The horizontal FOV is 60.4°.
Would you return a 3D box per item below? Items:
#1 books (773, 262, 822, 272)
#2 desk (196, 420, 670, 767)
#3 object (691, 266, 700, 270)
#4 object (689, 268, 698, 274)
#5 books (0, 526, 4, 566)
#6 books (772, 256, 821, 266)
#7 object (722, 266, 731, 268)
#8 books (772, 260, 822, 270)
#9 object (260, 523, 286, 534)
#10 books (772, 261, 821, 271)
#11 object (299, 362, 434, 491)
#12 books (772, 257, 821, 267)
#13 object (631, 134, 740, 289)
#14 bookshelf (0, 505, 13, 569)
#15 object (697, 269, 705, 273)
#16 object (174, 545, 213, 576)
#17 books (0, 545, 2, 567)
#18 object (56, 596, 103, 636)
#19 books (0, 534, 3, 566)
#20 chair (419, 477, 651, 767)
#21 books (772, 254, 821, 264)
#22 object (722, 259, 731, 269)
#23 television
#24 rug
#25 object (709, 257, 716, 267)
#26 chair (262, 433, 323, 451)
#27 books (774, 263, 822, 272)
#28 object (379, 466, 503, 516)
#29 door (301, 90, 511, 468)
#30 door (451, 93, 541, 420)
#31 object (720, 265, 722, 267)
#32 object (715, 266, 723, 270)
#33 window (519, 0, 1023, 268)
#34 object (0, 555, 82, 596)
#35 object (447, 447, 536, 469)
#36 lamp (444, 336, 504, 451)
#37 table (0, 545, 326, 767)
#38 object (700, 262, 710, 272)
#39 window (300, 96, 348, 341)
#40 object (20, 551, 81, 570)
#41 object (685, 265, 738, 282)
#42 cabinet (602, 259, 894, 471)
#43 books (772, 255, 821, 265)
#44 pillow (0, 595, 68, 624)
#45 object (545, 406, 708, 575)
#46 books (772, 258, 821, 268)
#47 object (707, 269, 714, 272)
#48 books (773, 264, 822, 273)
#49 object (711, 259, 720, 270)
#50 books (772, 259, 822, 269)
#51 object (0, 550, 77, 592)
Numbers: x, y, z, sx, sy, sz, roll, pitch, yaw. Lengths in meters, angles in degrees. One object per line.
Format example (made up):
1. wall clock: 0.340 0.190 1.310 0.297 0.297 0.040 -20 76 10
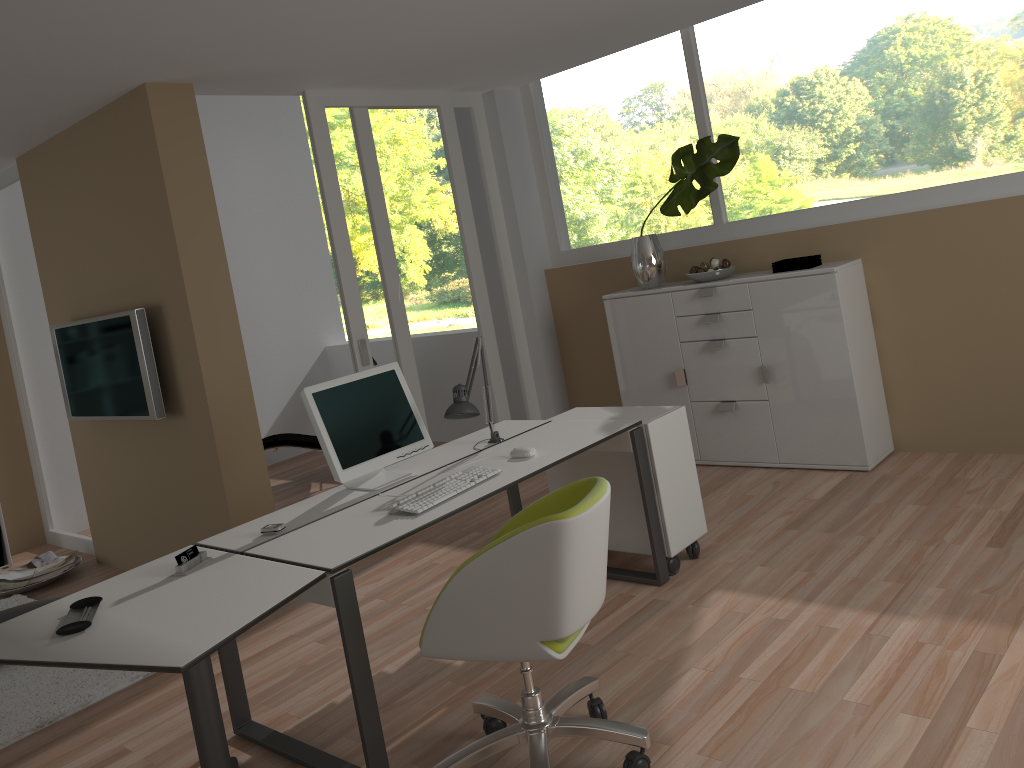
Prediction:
1. books: 1.595 -0.655 4.924 0.221 0.006 0.160 -2 12 43
2. desk: -0.217 0.688 3.382 0.799 0.682 1.627 -5 9 43
3. object: 1.117 -0.685 5.348 0.055 0.064 0.053 -9 5 22
4. object: 1.097 -0.667 5.299 0.056 0.061 0.055 -11 5 -3
5. books: -3.500 1.090 5.980 0.209 0.267 0.032 -6 4 44
6. books: 1.591 -0.688 4.924 0.221 0.008 0.160 -2 12 43
7. object: 1.271 -0.680 5.205 0.052 0.066 0.057 -8 5 28
8. books: 1.594 -0.666 4.923 0.221 0.006 0.160 -2 12 43
9. object: -0.811 0.492 2.990 0.083 0.021 0.048 -7 8 22
10. books: 1.593 -0.661 4.925 0.221 0.006 0.160 -3 11 41
11. object: -0.558 0.171 3.441 0.196 0.429 0.473 -8 6 43
12. books: 1.592 -0.683 4.924 0.221 0.008 0.160 -2 12 43
13. object: 1.065 -1.037 5.326 0.851 0.841 0.269 -6 5 40
14. bookshelf: -4.025 0.298 5.632 0.330 2.131 1.054 -9 3 43
15. object: 1.122 -0.648 5.202 0.052 0.065 0.056 -13 6 -34
16. object: -1.005 0.550 2.768 0.048 0.055 0.132 -9 8 19
17. books: -3.507 1.093 5.972 0.209 0.267 0.032 -6 4 44
18. object: -1.209 0.647 2.465 0.090 0.030 0.216 -13 9 -16
19. books: -3.504 1.089 5.976 0.217 0.273 0.032 -6 4 44
20. chair: 0.052 0.718 2.508 0.594 0.805 0.630 -9 5 18
21. books: 1.590 -0.698 4.920 0.221 0.006 0.160 -2 12 43
22. object: 1.255 -0.702 5.158 0.053 0.068 0.052 -14 6 -38
23. television: -2.279 -0.086 4.906 1.166 0.575 0.055 -4 6 43
24. rug: -2.627 1.381 3.963 2.012 0.045 1.473 -2 12 43
25. object: 1.220 -0.729 5.312 0.053 0.070 0.053 -14 6 -40
26. chair: -1.635 0.347 6.839 1.440 0.821 0.695 -12 5 -12
27. books: 1.596 -0.650 4.924 0.221 0.006 0.160 -2 12 43
28. object: -0.318 0.395 3.171 0.385 0.079 0.464 -4 11 38
29. door: -0.587 -0.575 5.621 0.059 2.635 1.205 -9 3 43
30. door: -0.387 -0.659 5.927 0.045 2.635 1.205 -9 3 43
31. object: 1.258 -0.693 5.335 0.055 0.063 0.056 -14 6 -36
32. object: 1.220 -0.661 5.172 0.053 0.063 0.057 -9 5 21
33. window: 1.463 -1.783 5.231 3.611 1.787 0.046 -4 6 43
34. object: -2.963 1.200 5.419 0.581 0.063 0.594 -8 9 18
35. object: -0.086 0.308 3.449 0.368 0.079 0.143 -7 8 22
36. lamp: -0.163 0.101 3.588 0.139 0.525 0.546 -10 5 9
37. table: -0.950 0.969 2.440 0.919 0.684 0.824 -5 8 40
38. object: 1.147 -0.696 5.232 0.053 0.063 0.056 -8 5 28
39. window: 1.690 -3.254 12.380 11.982 5.928 2.106 -7 4 26
40. object: -2.950 1.171 5.478 0.496 0.096 0.348 -3 11 43
41. object: 1.195 -0.654 5.264 0.313 0.063 0.318 -9 8 8
42. cabinet: 1.335 -0.091 5.238 1.513 1.078 0.422 -5 6 43
43. books: 1.590 -0.693 4.920 0.221 0.007 0.160 -2 12 43
44. pillow: -2.426 1.198 4.260 0.614 0.208 0.582 -14 8 -21
45. object: 0.500 0.472 4.003 0.617 0.672 0.313 -6 5 43
46. books: 1.590 -0.677 4.922 0.221 0.006 0.160 -2 12 44
47. object: 1.179 -0.649 5.201 0.054 0.065 0.053 -7 5 34
48. books: 1.596 -0.645 4.924 0.221 0.007 0.160 -2 12 43
49. object: 1.202 -0.709 5.207 0.052 0.066 0.056 -12 5 -23
50. books: 1.593 -0.672 4.922 0.221 0.006 0.160 -2 12 43
51. object: -2.974 1.171 5.431 0.502 0.096 0.344 -13 9 -17
